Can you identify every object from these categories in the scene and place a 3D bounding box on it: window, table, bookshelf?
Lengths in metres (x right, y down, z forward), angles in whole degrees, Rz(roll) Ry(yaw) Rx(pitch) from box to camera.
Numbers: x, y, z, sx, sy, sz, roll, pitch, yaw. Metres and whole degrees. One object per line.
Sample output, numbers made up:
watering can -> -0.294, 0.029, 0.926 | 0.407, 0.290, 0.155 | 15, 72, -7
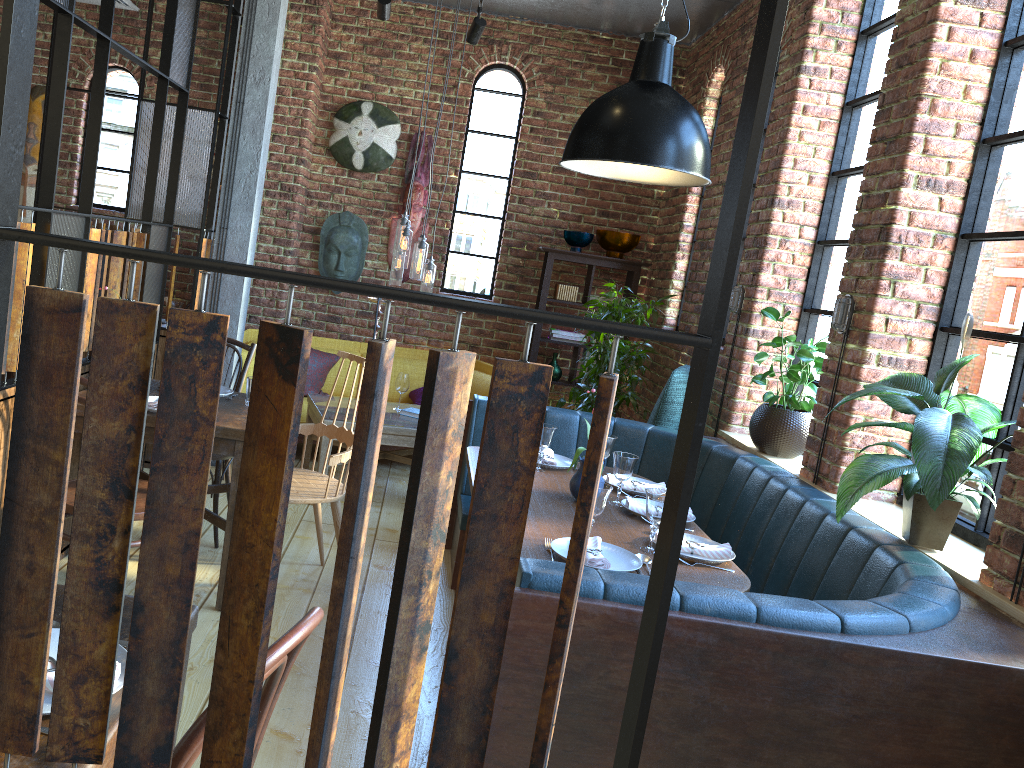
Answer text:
window -> 0.638, -1.007, 4.300 | 3.280, 2.427, 8.944 | 4, 9, -38
table -> -1.010, 0.784, 1.396 | 0.748, 0.726, 0.754 | 9, 7, -3
bookshelf -> 0.464, -0.138, 6.634 | 0.815, 1.666, 0.318 | 9, 7, -1
table -> -0.773, 0.423, 5.372 | 0.911, 0.508, 0.772 | 7, 7, -18
table -> -1.434, 0.421, 3.711 | 0.748, 0.726, 0.754 | 9, 7, -3
table -> 0.209, 0.768, 3.258 | 0.819, 0.660, 1.548 | 9, 7, -5

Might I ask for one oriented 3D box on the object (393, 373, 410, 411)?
object -> -0.689, 0.047, 5.475 | 0.095, 0.228, 0.087 | 14, 8, 34

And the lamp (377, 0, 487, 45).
lamp -> -2.971, -2.449, 2.881 | 6.245, 0.273, 7.263 | 8, 7, -4

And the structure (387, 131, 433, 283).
structure -> -0.758, -1.332, 6.713 | 0.238, 1.145, 0.216 | 15, 9, 42

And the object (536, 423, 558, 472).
object -> 0.126, 0.266, 3.679 | 0.102, 0.191, 0.094 | 13, 7, 26

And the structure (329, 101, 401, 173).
structure -> -1.105, -1.853, 6.603 | 0.530, 0.520, 0.148 | 9, 7, -1

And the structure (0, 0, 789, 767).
structure -> -3.574, -1.111, 2.751 | 5.861, 3.322, 6.025 | 6, 8, -20

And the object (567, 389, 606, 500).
object -> 0.305, 0.226, 3.274 | 0.140, 0.431, 0.213 | 11, 7, 14

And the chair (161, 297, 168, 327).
chair -> -2.295, -0.068, 5.409 | 0.523, 1.004, 0.462 | 7, 7, -16

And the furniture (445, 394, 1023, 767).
furniture -> 0.492, 0.732, 3.242 | 1.360, 0.821, 2.627 | 8, 7, -5

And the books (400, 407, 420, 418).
books -> -0.527, 0.190, 5.353 | 0.282, 0.028, 0.155 | 12, 8, 21

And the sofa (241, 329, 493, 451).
sofa -> -1.066, 0.127, 6.302 | 1.940, 0.762, 0.813 | 7, 7, -17

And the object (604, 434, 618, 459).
object -> 0.375, 0.306, 3.672 | 0.102, 0.191, 0.094 | 13, 7, 26

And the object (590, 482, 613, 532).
object -> 0.249, 0.405, 2.746 | 0.102, 0.191, 0.094 | 13, 7, 26

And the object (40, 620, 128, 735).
object -> -0.727, 0.434, 1.381 | 0.270, 0.051, 0.325 | 9, 7, 0

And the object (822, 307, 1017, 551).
object -> 1.309, 0.117, 2.749 | 0.605, 0.750, 0.738 | 9, 7, -5

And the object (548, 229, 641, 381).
object -> 0.506, -0.276, 6.604 | 0.602, 1.759, 0.331 | 9, 7, -8

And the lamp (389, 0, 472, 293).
lamp -> -0.578, -1.577, 5.197 | 0.521, 2.117, 0.279 | 12, 7, 22

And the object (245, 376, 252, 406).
object -> -1.098, 0.034, 3.765 | 0.083, 0.119, 0.086 | 8, 7, -14

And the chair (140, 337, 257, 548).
chair -> -1.492, 0.245, 4.229 | 0.400, 0.914, 0.529 | 8, 7, -9

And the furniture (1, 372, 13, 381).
furniture -> -4.485, -0.410, 6.095 | 1.439, 0.821, 1.499 | 9, 7, -3

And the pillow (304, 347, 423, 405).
pillow -> -1.051, -0.076, 6.314 | 1.464, 0.453, 0.409 | 7, 7, -13

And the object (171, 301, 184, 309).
object -> -2.238, -0.447, 5.846 | 0.101, 0.191, 0.096 | 11, 7, 17

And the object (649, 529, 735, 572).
object -> 0.579, 0.515, 2.853 | 0.270, 0.051, 0.325 | 9, 7, 0

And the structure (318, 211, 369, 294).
structure -> -1.294, -0.996, 6.702 | 0.367, 0.639, 0.104 | 9, 7, 0

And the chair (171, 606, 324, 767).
chair -> -0.634, 0.745, 1.381 | 0.563, 0.919, 0.428 | 11, 7, 14

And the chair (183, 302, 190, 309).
chair -> -2.436, -0.202, 6.572 | 0.452, 0.919, 0.533 | 12, 7, 18

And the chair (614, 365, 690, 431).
chair -> 0.453, 0.355, 5.039 | 1.067, 1.096, 0.782 | 12, 7, 21

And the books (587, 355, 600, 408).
books -> 0.436, 0.004, 6.658 | 0.585, 0.574, 0.191 | 9, 7, -3

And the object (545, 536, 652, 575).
object -> 0.265, 0.500, 2.593 | 0.326, 0.051, 0.269 | 9, 7, 1

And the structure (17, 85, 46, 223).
structure -> -3.626, -1.692, 6.653 | 0.231, 1.119, 0.094 | 9, 7, -1

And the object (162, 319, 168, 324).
object -> -2.376, -0.438, 6.174 | 0.326, 0.051, 0.269 | 9, 7, 1

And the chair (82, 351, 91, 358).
chair -> -2.150, 0.194, 3.830 | 0.563, 0.919, 0.428 | 11, 7, 14

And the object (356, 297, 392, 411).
object -> -0.818, -0.177, 5.179 | 0.166, 0.703, 0.265 | 8, 7, -13

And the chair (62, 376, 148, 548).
chair -> -1.444, 0.393, 3.139 | 0.452, 0.919, 0.533 | 12, 7, 18

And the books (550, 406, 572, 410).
books -> 0.384, 0.243, 6.660 | 0.303, 0.088, 0.245 | 9, 7, -1

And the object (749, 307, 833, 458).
object -> 1.278, 0.002, 4.011 | 0.399, 0.662, 0.496 | 12, 7, 20

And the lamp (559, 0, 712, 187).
lamp -> 0.537, -1.385, 3.016 | 0.543, 1.324, 0.516 | 11, 7, 14

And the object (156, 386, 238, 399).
object -> -1.377, 0.013, 3.873 | 0.326, 0.051, 0.269 | 9, 7, 1

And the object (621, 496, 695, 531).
object -> 0.535, 0.457, 3.252 | 0.270, 0.051, 0.325 | 9, 7, 0

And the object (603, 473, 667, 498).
object -> 0.503, 0.405, 3.620 | 0.270, 0.051, 0.325 | 9, 7, 0

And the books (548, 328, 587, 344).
books -> 0.415, -0.356, 6.610 | 0.268, 0.080, 0.179 | 9, 7, -2

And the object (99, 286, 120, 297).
object -> -1.601, -0.180, 3.620 | 0.145, 0.426, 0.199 | 13, 8, 30

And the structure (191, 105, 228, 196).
structure -> -2.418, -1.724, 6.637 | 0.588, 0.726, 0.127 | 9, 7, -1

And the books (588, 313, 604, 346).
books -> 0.662, -0.409, 6.621 | 0.124, 0.258, 0.164 | 9, 7, -4

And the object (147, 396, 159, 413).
object -> -1.327, 0.077, 3.430 | 0.326, 0.051, 0.269 | 9, 7, 1

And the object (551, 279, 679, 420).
object -> 0.601, 0.065, 5.789 | 0.700, 1.526, 0.890 | 6, 7, -25

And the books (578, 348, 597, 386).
books -> 0.572, -0.127, 6.643 | 0.085, 0.272, 0.173 | 9, 7, -5

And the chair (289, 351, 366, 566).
chair -> -0.888, 0.362, 3.763 | 0.432, 1.004, 0.559 | 5, 8, -32

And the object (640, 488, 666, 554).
object -> 0.451, 0.433, 2.775 | 0.102, 0.191, 0.094 | 13, 7, 26

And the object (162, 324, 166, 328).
object -> -2.290, -0.366, 5.714 | 0.326, 0.051, 0.269 | 9, 7, 1

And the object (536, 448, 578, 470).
object -> 0.130, 0.318, 3.843 | 0.326, 0.051, 0.269 | 9, 7, 1

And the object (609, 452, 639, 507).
object -> 0.410, 0.359, 3.306 | 0.102, 0.191, 0.094 | 13, 7, 26
